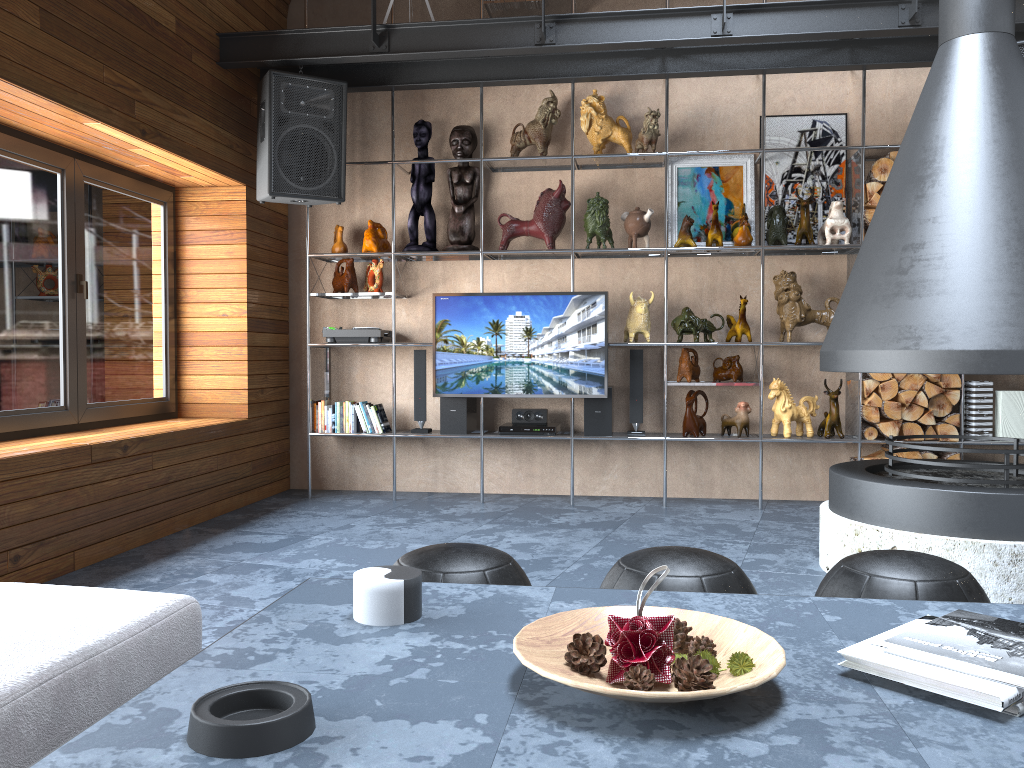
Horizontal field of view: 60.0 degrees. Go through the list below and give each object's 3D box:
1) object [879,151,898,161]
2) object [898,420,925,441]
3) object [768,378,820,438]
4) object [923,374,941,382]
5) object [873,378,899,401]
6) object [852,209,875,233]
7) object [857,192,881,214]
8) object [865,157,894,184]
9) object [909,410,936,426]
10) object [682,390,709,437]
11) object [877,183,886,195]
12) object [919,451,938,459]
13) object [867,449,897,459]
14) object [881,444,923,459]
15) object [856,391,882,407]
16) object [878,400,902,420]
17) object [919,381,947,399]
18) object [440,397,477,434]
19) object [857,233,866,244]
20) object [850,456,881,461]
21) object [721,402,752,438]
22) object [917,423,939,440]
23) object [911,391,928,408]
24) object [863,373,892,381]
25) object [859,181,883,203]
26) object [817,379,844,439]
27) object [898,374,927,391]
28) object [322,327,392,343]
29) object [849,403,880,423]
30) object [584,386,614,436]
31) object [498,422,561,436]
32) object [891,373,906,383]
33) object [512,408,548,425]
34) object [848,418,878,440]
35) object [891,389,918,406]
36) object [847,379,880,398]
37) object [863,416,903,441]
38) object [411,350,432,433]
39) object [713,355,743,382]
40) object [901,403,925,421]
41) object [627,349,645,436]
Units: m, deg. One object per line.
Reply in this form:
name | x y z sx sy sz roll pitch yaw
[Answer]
object | 2.263 -1.299 5.275 0.129 0.118 0.299 0 2 6
object | 2.341 0.269 5.284 0.135 0.114 0.299 0 2 6
object | 1.711 0.142 5.393 0.375 0.363 0.170 -1 2 -26
object | 2.438 -0.069 5.265 0.098 0.115 0.362 0 2 8
object | 2.204 0.021 5.292 0.112 0.153 0.290 0 2 5
object | 2.120 -0.969 5.294 0.110 0.109 0.321 0 2 8
object | 2.135 -1.063 5.292 0.107 0.110 0.331 0 2 10
object | 2.173 -1.235 5.254 0.140 0.150 0.312 0 2 12
object | 2.413 0.192 5.280 0.103 0.098 0.330 0 2 5
object | 1.122 0.181 5.455 0.114 0.290 0.249 1 2 34
object | 2.215 -1.119 5.291 0.112 0.153 0.290 0 2 11
object | 2.426 0.440 5.280 0.099 0.131 0.309 0 2 4
object | 2.204 0.460 5.311 0.128 0.107 0.329 0 2 8
object | 2.319 0.419 5.275 0.164 0.128 0.322 0 2 7
object | 2.127 0.077 5.318 0.107 0.110 0.331 0 2 6
object | 2.212 0.140 5.306 0.115 0.131 0.374 0 2 4
object | 2.468 0.032 5.276 0.128 0.107 0.329 0 2 8
object | -0.346 0.163 5.731 0.175 0.303 0.343 0 2 8
object | 2.128 -0.874 5.298 0.107 0.105 0.330 0 2 11
object | 2.117 0.488 5.325 0.111 0.121 0.310 0 2 7
object | 1.356 0.214 5.420 0.212 0.220 0.119 2 2 42
object | 2.453 0.282 5.291 0.087 0.095 0.303 0 2 8
object | 2.380 0.090 5.283 0.101 0.110 0.331 0 2 10
object | 2.163 -0.075 5.299 0.151 0.119 0.299 0 2 11
object | 2.135 -1.129 5.282 0.097 0.120 0.308 0 2 13
object | 1.922 0.146 5.344 0.116 0.358 0.198 0 2 1
object | 2.353 -0.012 5.309 0.164 0.128 0.322 0 2 7
object | -1.007 -0.322 5.791 0.404 0.114 0.320 0 2 8
object | 2.113 0.171 5.325 0.110 0.109 0.321 0 2 9
object | 0.548 0.167 5.602 0.175 0.303 0.343 0 2 8
object | 0.115 0.288 5.646 0.360 0.058 0.325 0 2 8
object | 2.276 -0.048 5.307 0.098 0.090 0.303 0 2 7
object | 0.114 0.209 5.639 0.223 0.101 0.080 0 2 8
object | 2.122 0.271 5.351 0.103 0.110 0.312 0 2 5
object | 2.298 0.077 5.278 0.107 0.098 0.330 0 2 4
object | 2.108 0.024 5.327 0.097 0.120 0.308 0 2 4
object | 2.217 0.263 5.307 0.154 0.131 0.362 0 2 9
object | -0.583 0.046 5.711 0.112 0.533 0.112 0 2 8
object | 1.316 -0.093 5.422 0.105 0.168 0.210 -2 2 -42
object | 2.325 0.155 5.278 0.147 0.118 0.288 0 2 4
object | 0.774 0.052 5.516 0.112 0.533 0.112 0 2 8
